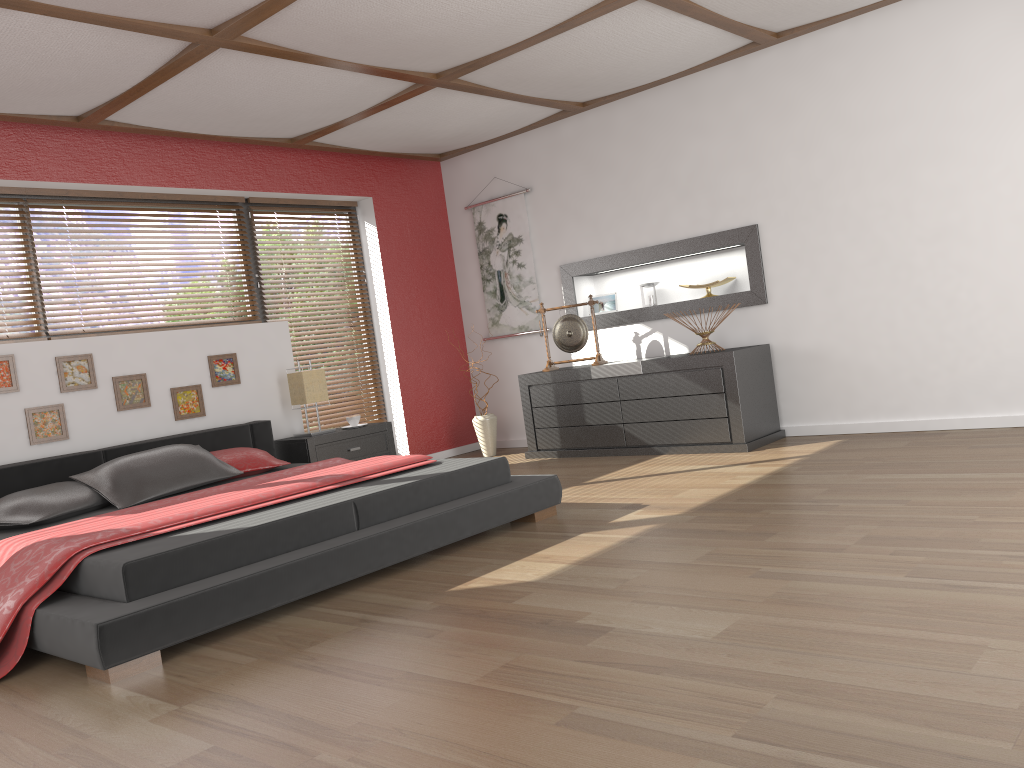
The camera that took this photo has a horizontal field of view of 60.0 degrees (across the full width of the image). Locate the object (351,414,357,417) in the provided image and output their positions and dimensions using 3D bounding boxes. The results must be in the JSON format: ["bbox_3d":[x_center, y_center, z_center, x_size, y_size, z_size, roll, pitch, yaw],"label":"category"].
[{"bbox_3d":[-1.075,0.217,5.997,0.007,0.007,0.192,-8,2,6],"label":"object"}]

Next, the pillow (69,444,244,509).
[{"bbox_3d":[-1.814,0.451,4.569,0.386,0.241,0.744,-6,3,37],"label":"pillow"}]

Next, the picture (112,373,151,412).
[{"bbox_3d":[-2.217,0.047,5.171,0.010,0.200,0.200,-6,3,41],"label":"picture"}]

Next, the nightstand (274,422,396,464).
[{"bbox_3d":[-1.165,0.524,5.934,0.413,0.423,0.700,-6,3,41],"label":"nightstand"}]

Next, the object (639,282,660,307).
[{"bbox_3d":[1.001,-0.641,6.390,0.159,0.171,0.159,-8,2,0],"label":"object"}]

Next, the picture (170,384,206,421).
[{"bbox_3d":[-1.982,0.112,5.429,0.010,0.200,0.200,-6,3,41],"label":"picture"}]

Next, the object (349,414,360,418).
[{"bbox_3d":[-1.064,0.216,5.977,0.007,0.007,0.192,-8,2,11],"label":"object"}]

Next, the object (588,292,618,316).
[{"bbox_3d":[0.678,-0.598,6.631,0.226,0.146,0.041,-7,2,21],"label":"object"}]

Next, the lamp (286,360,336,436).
[{"bbox_3d":[-1.337,0.085,5.852,0.200,0.480,0.200,-6,3,41],"label":"lamp"}]

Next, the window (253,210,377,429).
[{"bbox_3d":[-1.444,-0.368,6.632,0.020,1.893,0.889,-6,3,41],"label":"window"}]

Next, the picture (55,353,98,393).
[{"bbox_3d":[-2.427,-0.062,4.945,0.010,0.200,0.200,-6,3,41],"label":"picture"}]

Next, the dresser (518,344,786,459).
[{"bbox_3d":[0.880,0.139,6.018,1.740,0.608,0.540,-6,3,41],"label":"dresser"}]

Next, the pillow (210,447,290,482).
[{"bbox_3d":[-1.652,0.464,4.963,0.745,0.172,0.418,-9,3,-30],"label":"pillow"}]

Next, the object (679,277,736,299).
[{"bbox_3d":[1.345,-0.647,6.069,0.350,0.116,0.181,-7,3,31],"label":"object"}]

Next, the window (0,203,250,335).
[{"bbox_3d":[-2.785,-0.668,5.148,0.020,0.786,2.817,-6,3,41],"label":"window"}]

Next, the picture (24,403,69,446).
[{"bbox_3d":[-2.519,0.218,4.807,0.010,0.200,0.200,-6,3,41],"label":"picture"}]

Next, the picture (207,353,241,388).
[{"bbox_3d":[-1.826,-0.089,5.629,0.010,0.200,0.200,-6,3,41],"label":"picture"}]

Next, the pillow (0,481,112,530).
[{"bbox_3d":[-2.204,0.571,4.243,0.418,0.172,0.745,-7,2,16],"label":"pillow"}]

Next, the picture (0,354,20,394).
[{"bbox_3d":[-2.697,-0.047,4.637,0.010,0.200,0.200,-6,3,41],"label":"picture"}]

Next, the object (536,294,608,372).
[{"bbox_3d":[0.415,-0.363,6.308,0.490,0.498,0.173,-7,3,26],"label":"object"}]

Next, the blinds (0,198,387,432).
[{"bbox_3d":[-2.656,-0.100,5.123,0.032,1.952,4.840,-6,3,41],"label":"blinds"}]

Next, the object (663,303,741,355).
[{"bbox_3d":[1.222,-0.340,5.630,0.481,0.282,0.481,-8,2,7],"label":"object"}]

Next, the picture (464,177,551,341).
[{"bbox_3d":[-0.055,-1.006,7.032,0.701,1.270,0.028,-6,3,41],"label":"picture"}]

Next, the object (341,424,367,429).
[{"bbox_3d":[-1.064,0.287,5.993,0.179,0.012,0.179,-9,3,-24],"label":"object"}]

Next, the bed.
[{"bbox_3d":[-1.488,0.568,4.046,2.413,0.577,2.469,-6,3,41],"label":"bed"}]

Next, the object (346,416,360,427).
[{"bbox_3d":[-1.068,0.255,5.992,0.099,0.069,0.099,-9,3,-24],"label":"object"}]

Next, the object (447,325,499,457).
[{"bbox_3d":[-0.283,0.055,6.807,0.364,1.035,0.422,-7,2,17],"label":"object"}]
